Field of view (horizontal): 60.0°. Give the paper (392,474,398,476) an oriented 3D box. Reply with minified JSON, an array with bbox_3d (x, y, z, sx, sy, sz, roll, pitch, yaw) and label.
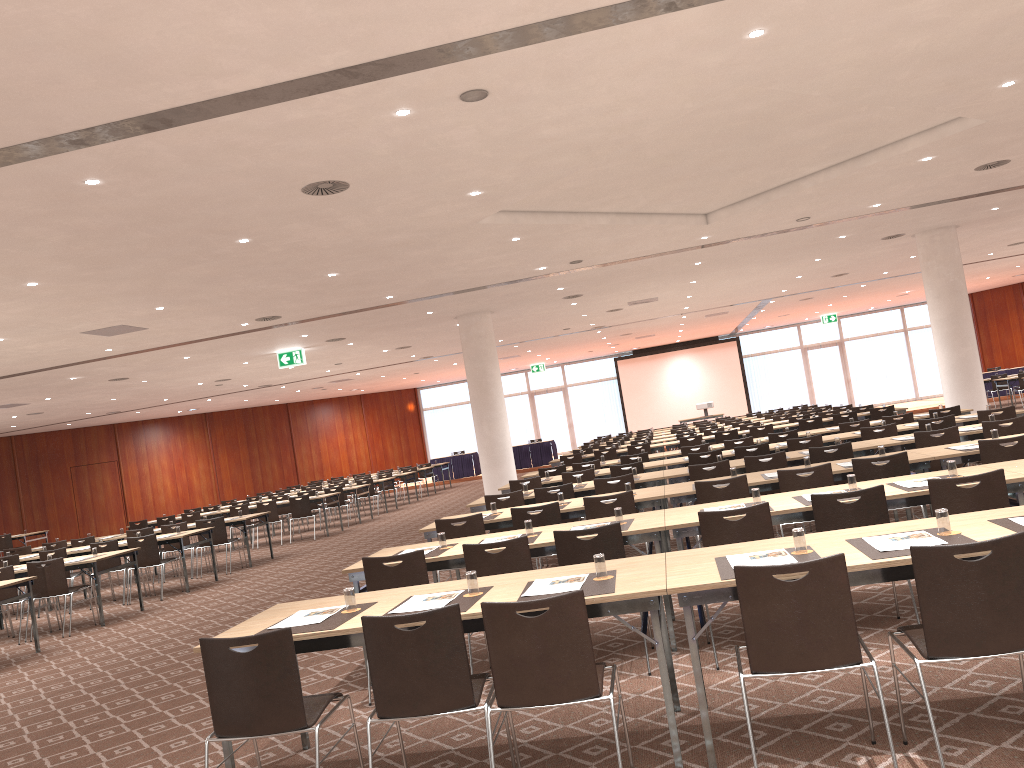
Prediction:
[{"bbox_3d":[-3.301,2.539,24.737,0.284,0.006,0.398,-10,-3,11],"label":"paper"}]

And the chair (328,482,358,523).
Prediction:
[{"bbox_3d":[-4.285,2.949,22.251,0.536,0.939,0.614,-9,-2,7],"label":"chair"}]

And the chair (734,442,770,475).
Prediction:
[{"bbox_3d":[3.142,1.238,11.421,0.536,0.939,0.614,-9,-2,10],"label":"chair"}]

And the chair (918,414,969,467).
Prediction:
[{"bbox_3d":[5.312,0.874,11.057,0.536,0.939,0.614,-9,-2,7],"label":"chair"}]

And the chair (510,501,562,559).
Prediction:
[{"bbox_3d":[0.299,1.519,7.877,0.536,0.939,0.614,-10,-2,11],"label":"chair"}]

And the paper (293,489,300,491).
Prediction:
[{"bbox_3d":[-6.161,3.019,25.211,0.284,0.006,0.398,-10,-3,13],"label":"paper"}]

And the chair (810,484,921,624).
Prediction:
[{"bbox_3d":[2.155,1.112,5.581,0.536,0.939,0.614,-9,-2,10],"label":"chair"}]

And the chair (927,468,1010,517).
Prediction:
[{"bbox_3d":[2.798,1.002,5.430,0.536,0.939,0.614,-9,-2,8],"label":"chair"}]

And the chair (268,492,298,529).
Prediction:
[{"bbox_3d":[-5.862,3.213,22.516,0.536,0.939,0.614,-9,-2,7],"label":"chair"}]

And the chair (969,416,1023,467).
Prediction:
[{"bbox_3d":[5.086,0.817,9.145,0.536,0.939,0.614,-9,-2,7],"label":"chair"}]

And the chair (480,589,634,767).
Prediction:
[{"bbox_3d":[0.179,1.341,3.807,0.536,0.939,0.614,-9,-2,9],"label":"chair"}]

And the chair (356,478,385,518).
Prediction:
[{"bbox_3d":[-3.593,2.840,22.278,0.536,0.939,0.614,-9,-2,7],"label":"chair"}]

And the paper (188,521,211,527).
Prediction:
[{"bbox_3d":[-5.522,2.443,15.381,0.460,0.003,0.565,-10,-3,10],"label":"paper"}]

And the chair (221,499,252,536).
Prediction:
[{"bbox_3d":[-7.158,3.438,22.875,0.536,0.939,0.614,-10,-2,11],"label":"chair"}]

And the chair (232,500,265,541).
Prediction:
[{"bbox_3d":[-6.178,3.172,20.623,0.536,0.939,0.614,-9,-2,8],"label":"chair"}]

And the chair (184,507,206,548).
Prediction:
[{"bbox_3d":[-7.379,3.376,20.885,0.536,0.939,0.614,-9,-2,8],"label":"chair"}]

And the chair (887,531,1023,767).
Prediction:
[{"bbox_3d":[1.855,1.062,3.561,0.536,0.939,0.614,-9,-2,8],"label":"chair"}]

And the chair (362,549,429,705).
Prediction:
[{"bbox_3d":[-0.686,1.586,6.015,0.536,0.939,0.614,-10,-2,11],"label":"chair"}]

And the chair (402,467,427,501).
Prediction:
[{"bbox_3d":[-2.919,2.924,26.220,0.536,0.939,0.614,-9,-2,7],"label":"chair"}]

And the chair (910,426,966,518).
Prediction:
[{"bbox_3d":[4.431,0.925,9.212,0.536,0.939,0.614,-9,-2,9],"label":"chair"}]

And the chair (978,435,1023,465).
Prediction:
[{"bbox_3d":[4.087,0.886,7.285,0.536,0.939,0.614,-10,-2,11],"label":"chair"}]

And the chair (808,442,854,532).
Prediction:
[{"bbox_3d":[3.396,1.097,9.351,0.536,0.939,0.614,-9,-2,8],"label":"chair"}]

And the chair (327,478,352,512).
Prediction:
[{"bbox_3d":[-5.179,3.296,26.457,0.536,0.939,0.614,-10,-2,11],"label":"chair"}]

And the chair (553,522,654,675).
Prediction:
[{"bbox_3d":[0.578,1.374,5.803,0.536,0.939,0.614,-9,-2,11],"label":"chair"}]

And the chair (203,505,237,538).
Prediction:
[{"bbox_3d":[-6.849,3.280,20.653,0.536,0.939,0.614,-10,-2,12],"label":"chair"}]

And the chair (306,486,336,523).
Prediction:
[{"bbox_3d":[-4.881,3.053,22.434,0.536,0.939,0.614,-9,-2,9],"label":"chair"}]

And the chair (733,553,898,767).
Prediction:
[{"bbox_3d":[1.219,1.170,3.710,0.536,0.939,0.614,-10,-2,12],"label":"chair"}]

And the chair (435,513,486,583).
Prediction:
[{"bbox_3d":[-0.374,1.631,7.955,0.536,0.939,0.614,-9,-2,9],"label":"chair"}]

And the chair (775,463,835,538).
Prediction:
[{"bbox_3d":[2.512,1.147,7.471,0.536,0.939,0.614,-9,-2,10],"label":"chair"}]

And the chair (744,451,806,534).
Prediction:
[{"bbox_3d":[2.767,1.206,9.534,0.536,0.939,0.614,-9,-2,7],"label":"chair"}]

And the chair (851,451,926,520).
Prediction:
[{"bbox_3d":[3.114,1.047,7.405,0.536,0.939,0.614,-10,-2,12],"label":"chair"}]

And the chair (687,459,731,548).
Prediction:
[{"bbox_3d":[2.185,1.302,9.589,0.536,0.939,0.614,-9,-2,7],"label":"chair"}]

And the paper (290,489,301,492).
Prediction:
[{"bbox_3d":[-6.151,3.016,25.117,0.460,0.003,0.565,-10,-3,9],"label":"paper"}]

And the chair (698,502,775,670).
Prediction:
[{"bbox_3d":[1.458,1.225,5.620,0.536,0.939,0.614,-9,-2,7],"label":"chair"}]

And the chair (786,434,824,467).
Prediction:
[{"bbox_3d":[3.790,1.131,11.347,0.536,0.939,0.614,-9,-2,10],"label":"chair"}]

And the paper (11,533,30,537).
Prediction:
[{"bbox_3d":[-13.552,4.161,24.359,0.460,0.003,0.565,-9,-3,8],"label":"paper"}]

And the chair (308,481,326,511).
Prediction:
[{"bbox_3d":[-5.799,3.407,26.703,0.536,0.939,0.614,-10,-2,12],"label":"chair"}]

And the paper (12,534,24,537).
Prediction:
[{"bbox_3d":[-13.605,4.168,24.414,0.284,0.006,0.398,-10,-3,13],"label":"paper"}]

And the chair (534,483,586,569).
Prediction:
[{"bbox_3d":[0.545,1.575,9.829,0.536,0.939,0.614,-9,-2,8],"label":"chair"}]

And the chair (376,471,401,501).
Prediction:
[{"bbox_3d":[-3.682,3.045,26.206,0.536,0.939,0.614,-9,-2,7],"label":"chair"}]

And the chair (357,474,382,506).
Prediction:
[{"bbox_3d":[-4.285,3.150,26.389,0.536,0.939,0.614,-9,-2,10],"label":"chair"}]

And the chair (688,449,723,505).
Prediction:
[{"bbox_3d":[2.579,1.336,11.593,0.536,0.939,0.614,-9,-2,7],"label":"chair"}]

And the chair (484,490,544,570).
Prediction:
[{"bbox_3d":[-0.004,1.669,9.956,0.536,0.939,0.614,-9,-2,6],"label":"chair"}]

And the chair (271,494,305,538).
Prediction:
[{"bbox_3d":[-5.191,3.002,20.375,0.536,0.939,0.614,-10,-2,12],"label":"chair"}]

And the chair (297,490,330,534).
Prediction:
[{"bbox_3d":[-4.615,2.913,20.421,0.536,0.939,0.614,-9,-2,8],"label":"chair"}]

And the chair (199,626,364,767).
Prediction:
[{"bbox_3d":[-1.066,1.550,4.015,0.536,0.939,0.614,-9,-2,9],"label":"chair"}]

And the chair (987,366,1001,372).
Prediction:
[{"bbox_3d":[16.159,-0.092,29.476,0.536,0.939,0.614,-9,-2,10],"label":"chair"}]

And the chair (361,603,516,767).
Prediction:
[{"bbox_3d":[-0.343,1.430,3.929,0.536,0.939,0.614,-9,-2,7],"label":"chair"}]

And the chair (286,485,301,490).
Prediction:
[{"bbox_3d":[-6.471,3.516,26.756,0.536,0.939,0.614,-9,-2,7],"label":"chair"}]

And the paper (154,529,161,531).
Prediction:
[{"bbox_3d":[-6.193,2.557,15.602,0.284,0.006,0.398,-10,-3,10],"label":"paper"}]

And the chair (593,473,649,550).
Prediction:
[{"bbox_3d":[1.193,1.470,9.798,0.536,0.939,0.614,-9,-2,7],"label":"chair"}]

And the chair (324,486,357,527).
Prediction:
[{"bbox_3d":[-3.947,2.794,20.167,0.536,0.939,0.614,-9,-2,6],"label":"chair"}]

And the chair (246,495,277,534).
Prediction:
[{"bbox_3d":[-6.461,3.318,22.699,0.536,0.939,0.614,-10,-2,11],"label":"chair"}]

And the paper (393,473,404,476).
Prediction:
[{"bbox_3d":[-3.297,2.538,24.649,0.460,0.003,0.565,-9,-3,9],"label":"paper"}]

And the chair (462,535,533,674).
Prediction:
[{"bbox_3d":[-0.013,1.472,5.867,0.536,0.939,0.614,-9,-2,9],"label":"chair"}]

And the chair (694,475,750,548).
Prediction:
[{"bbox_3d":[1.861,1.258,7.615,0.536,0.939,0.614,-10,-2,11],"label":"chair"}]

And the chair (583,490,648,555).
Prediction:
[{"bbox_3d":[0.922,1.417,7.816,0.536,0.939,0.614,-9,-2,7],"label":"chair"}]
